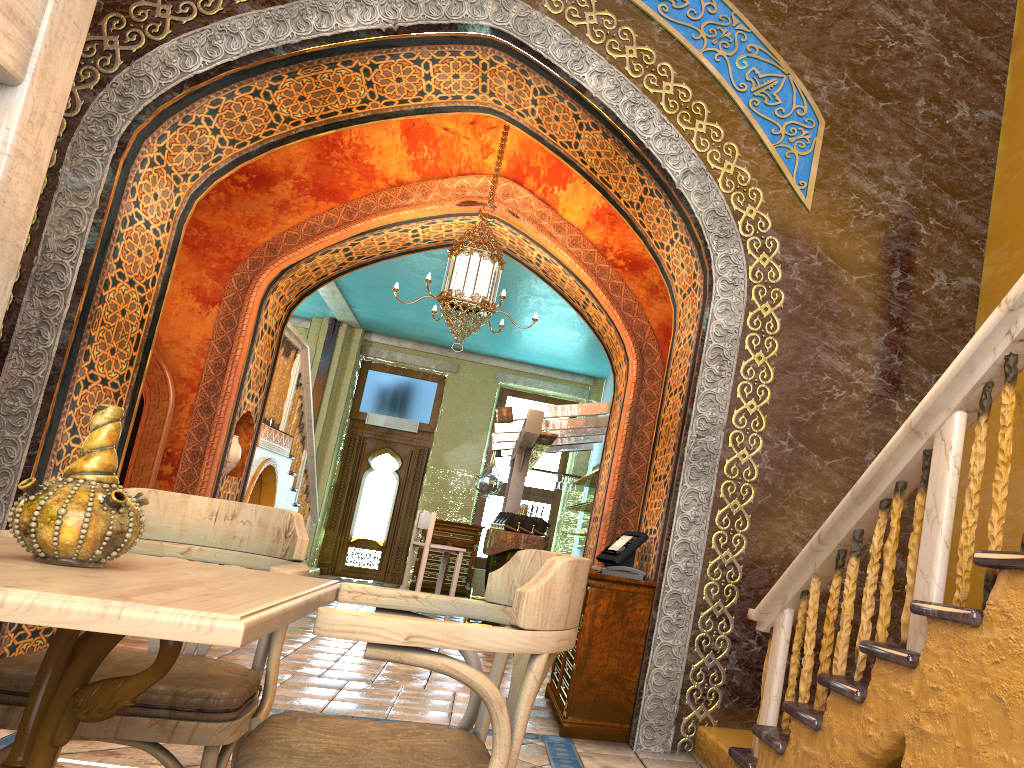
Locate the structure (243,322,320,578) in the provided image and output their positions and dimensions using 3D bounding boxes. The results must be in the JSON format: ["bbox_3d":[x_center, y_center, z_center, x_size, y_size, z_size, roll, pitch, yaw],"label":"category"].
[{"bbox_3d":[-3.705,1.130,11.433,1.862,3.136,5.688,10,-9,-2],"label":"structure"}]

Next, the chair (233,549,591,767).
[{"bbox_3d":[-0.273,0.945,1.988,0.745,1.176,0.732,12,-9,-13],"label":"chair"}]

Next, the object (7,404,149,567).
[{"bbox_3d":[-0.885,0.209,1.788,0.234,0.334,0.230,10,-9,1],"label":"object"}]

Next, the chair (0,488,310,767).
[{"bbox_3d":[-1.098,0.915,2.530,0.821,1.176,0.665,11,-9,-9],"label":"chair"}]

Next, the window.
[{"bbox_3d":[0.213,1.867,16.222,1.616,3.410,0.084,12,-8,-13],"label":"window"}]

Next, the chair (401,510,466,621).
[{"bbox_3d":[-0.944,2.224,10.250,0.554,1.332,0.450,16,-10,-32],"label":"chair"}]

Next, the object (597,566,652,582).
[{"bbox_3d":[0.756,1.266,5.702,0.394,0.086,0.332,8,-10,7],"label":"object"}]

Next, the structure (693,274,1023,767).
[{"bbox_3d":[2.455,0.645,3.402,1.903,3.135,6.257,10,-10,-1],"label":"structure"}]

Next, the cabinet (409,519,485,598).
[{"bbox_3d":[-1.167,3.128,15.314,1.173,1.300,0.587,11,-8,-11],"label":"cabinet"}]

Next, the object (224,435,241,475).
[{"bbox_3d":[-2.788,0.687,8.316,0.245,0.383,0.260,9,-9,10],"label":"object"}]

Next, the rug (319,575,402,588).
[{"bbox_3d":[-2.623,3.353,14.316,1.365,0.039,2.319,9,-10,-4],"label":"rug"}]

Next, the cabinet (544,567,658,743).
[{"bbox_3d":[0.597,1.887,6.148,0.511,1.050,1.446,11,-9,-2],"label":"cabinet"}]

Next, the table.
[{"bbox_3d":[-1.078,0.851,1.689,1.104,1.001,1.013,11,-9,-7],"label":"table"}]

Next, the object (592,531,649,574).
[{"bbox_3d":[0.780,1.212,6.163,0.272,0.317,0.426,12,-10,-14],"label":"object"}]

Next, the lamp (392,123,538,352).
[{"bbox_3d":[-0.257,-1.428,7.728,1.351,2.359,1.079,11,-8,-8],"label":"lamp"}]
